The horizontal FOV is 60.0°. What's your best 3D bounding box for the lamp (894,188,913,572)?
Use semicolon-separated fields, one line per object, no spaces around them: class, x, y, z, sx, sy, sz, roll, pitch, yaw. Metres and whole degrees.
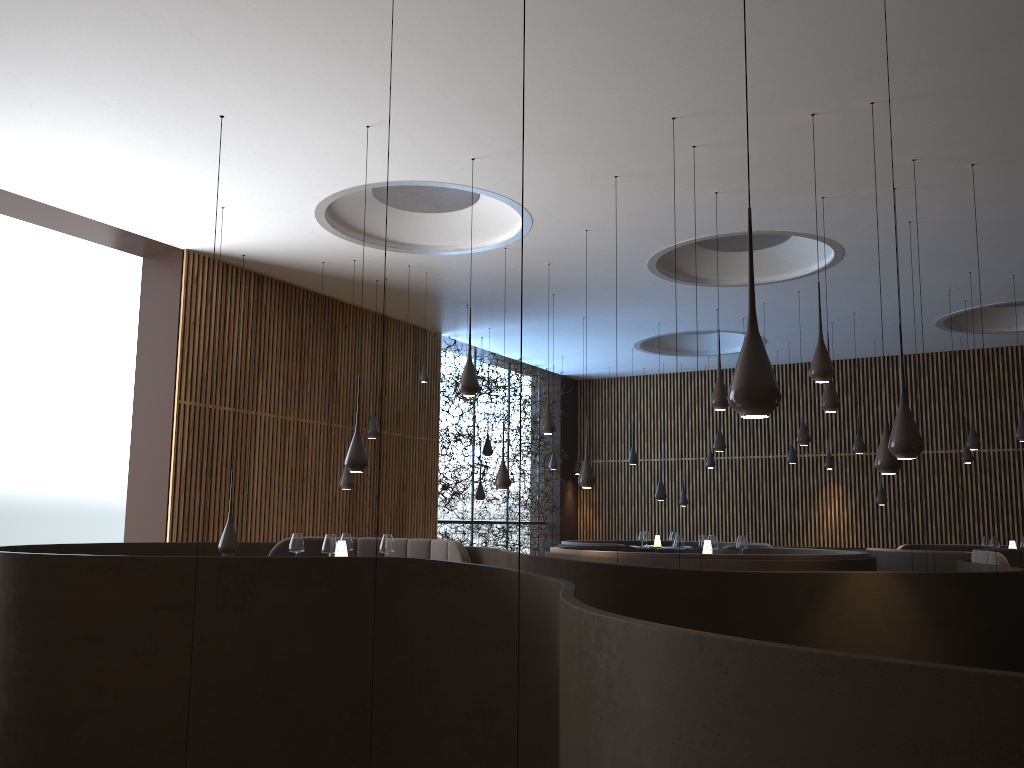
lamp;3.787;1.146;8.443;0.196;6.255;0.196;6;-9;-35

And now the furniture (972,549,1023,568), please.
furniture;5.546;2.347;9.654;0.932;1.056;2.538;-5;-10;35

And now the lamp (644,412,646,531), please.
lamp;2.812;2.759;18.704;0.196;6.255;0.196;-1;-8;15

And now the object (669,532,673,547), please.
object;2.982;2.896;16.475;0.142;0.294;0.142;3;-8;-17

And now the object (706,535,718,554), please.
object;2.422;1.981;10.725;0.142;0.294;0.142;2;-8;-9

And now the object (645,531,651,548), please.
object;2.512;2.902;16.541;0.142;0.294;0.142;-4;-9;30

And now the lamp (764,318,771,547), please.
lamp;3.799;1.880;13.077;0.196;6.255;0.196;4;-8;-25

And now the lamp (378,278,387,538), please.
lamp;-1.781;1.636;11.920;0.196;6.255;0.196;-5;-9;37

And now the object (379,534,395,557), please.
object;-1.176;1.563;8.334;0.142;0.294;0.142;-4;-9;32

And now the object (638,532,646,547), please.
object;2.344;2.806;15.950;0.142;0.294;0.142;-3;-9;24

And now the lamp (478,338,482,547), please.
lamp;-0.587;2.257;15.764;0.196;6.255;0.196;6;-9;-35

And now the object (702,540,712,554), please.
object;2.457;2.077;11.135;0.145;0.231;0.142;8;-11;-44

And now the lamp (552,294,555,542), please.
lamp;0.578;1.780;12.670;0.196;6.255;0.196;3;-8;-15

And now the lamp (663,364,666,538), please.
lamp;3.147;2.681;18.189;0.196;6.255;0.196;8;-11;-44

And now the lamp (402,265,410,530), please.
lamp;-1.389;1.540;11.287;0.196;6.255;0.196;5;-9;-32

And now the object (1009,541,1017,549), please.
object;7.714;2.533;13.658;0.142;0.231;0.145;-2;-9;21

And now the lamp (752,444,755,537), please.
lamp;4.935;2.682;18.070;0.196;6.255;0.196;6;-9;-35

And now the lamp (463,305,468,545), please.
lamp;-0.725;1.880;13.390;0.196;6.255;0.196;0;-8;5

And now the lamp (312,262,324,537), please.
lamp;-2.502;1.512;11.184;0.196;6.255;0.196;-5;-9;37

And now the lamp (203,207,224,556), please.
lamp;-3.165;1.191;9.197;0.196;6.255;0.196;0;-8;5

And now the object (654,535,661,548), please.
object;2.662;2.883;16.216;0.142;0.231;0.145;-1;-8;10

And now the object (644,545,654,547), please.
object;2.622;3.061;16.728;0.263;0.029;0.264;-3;-10;21

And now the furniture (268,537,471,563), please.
furniture;-1.518;2.104;9.020;2.532;1.057;0.934;-4;-9;26

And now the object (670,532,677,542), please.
object;2.909;2.802;15.885;0.142;0.294;0.142;-3;-8;23

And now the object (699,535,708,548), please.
object;2.506;2.111;11.543;0.142;0.294;0.142;7;-10;-38

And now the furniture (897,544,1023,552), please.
furniture;8.351;3.109;14.015;1.982;1.043;3.945;5;-10;-28

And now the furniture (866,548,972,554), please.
furniture;6.102;2.978;13.100;0.900;1.044;2.539;3;-9;-18

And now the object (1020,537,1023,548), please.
object;7.791;2.470;13.453;0.142;0.294;0.142;6;-9;-32

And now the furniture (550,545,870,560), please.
furniture;2.407;2.625;11.025;3.880;1.114;3.804;0;-9;5

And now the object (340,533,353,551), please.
object;-1.628;1.613;8.677;0.142;0.294;0.142;1;-8;-2

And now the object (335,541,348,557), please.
object;-1.590;1.578;8.260;0.142;0.231;0.145;7;-10;-39

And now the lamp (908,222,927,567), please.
lamp;4.373;1.306;9.412;0.196;6.255;0.196;4;-8;-25

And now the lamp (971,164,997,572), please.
lamp;4.258;1.058;7.851;0.196;6.255;0.196;-1;-8;15

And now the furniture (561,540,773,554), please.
furniture;2.828;3.385;15.956;3.883;1.044;3.805;0;-9;7

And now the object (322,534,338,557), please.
object;-1.627;1.492;7.913;0.142;0.294;0.142;-3;-9;27

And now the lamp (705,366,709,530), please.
lamp;4.068;2.719;18.365;0.196;6.255;0.196;8;-11;-44

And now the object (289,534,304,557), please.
object;-1.996;1.535;8.209;0.142;0.294;0.142;0;-8;3

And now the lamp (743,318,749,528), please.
lamp;3.740;2.030;14.031;0.196;6.255;0.196;4;-8;-25

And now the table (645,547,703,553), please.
table;2.655;3.503;16.135;1.672;1.020;1.678;2;-9;-9

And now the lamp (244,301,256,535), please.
lamp;-3.198;2.074;10.542;0.196;6.255;0.196;0;-8;5

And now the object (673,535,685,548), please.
object;2.124;2.063;11.264;0.142;0.294;0.142;1;-8;-3

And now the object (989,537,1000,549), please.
object;7.389;2.484;13.571;0.142;0.294;0.142;-2;-8;17

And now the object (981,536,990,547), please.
object;7.506;2.560;14.041;0.142;0.294;0.142;5;-9;-29

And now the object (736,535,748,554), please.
object;2.870;2.040;11.072;0.142;0.294;0.142;1;-8;1
